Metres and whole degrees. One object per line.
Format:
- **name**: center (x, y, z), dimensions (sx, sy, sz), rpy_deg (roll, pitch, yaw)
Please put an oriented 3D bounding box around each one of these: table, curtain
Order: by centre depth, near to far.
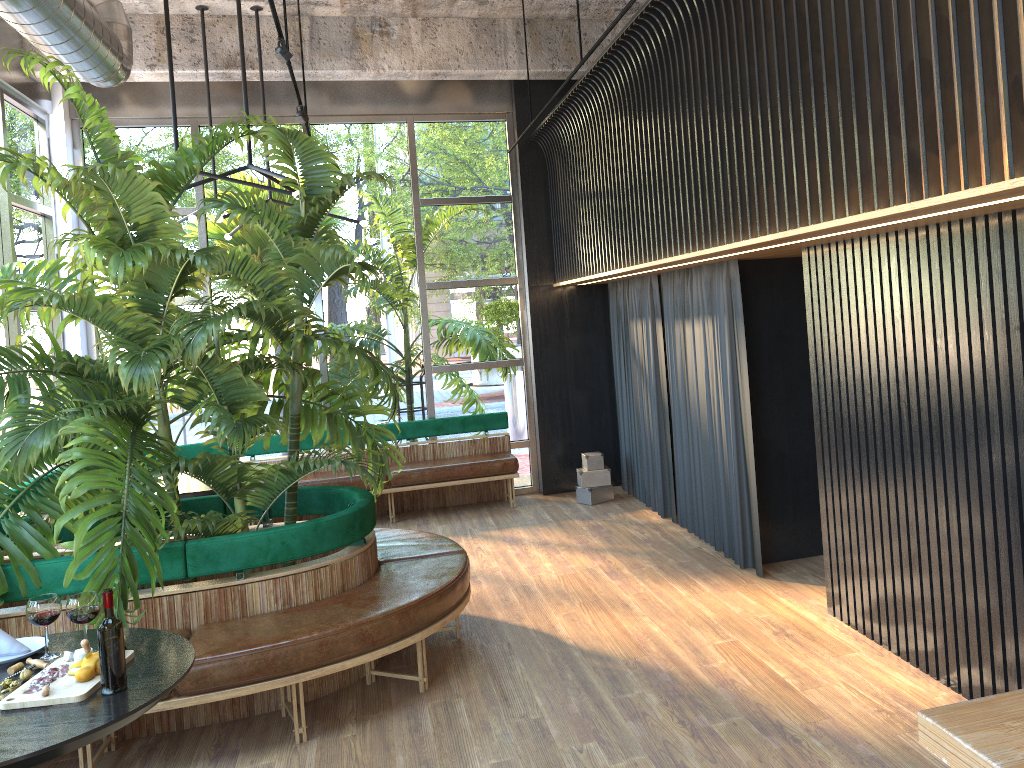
- **table**: center (-1.523, 1.303, 2.658), dimensions (1.157, 0.749, 1.046), rpy_deg (-7, 4, -43)
- **table**: center (-2.157, 1.060, 6.478), dimensions (1.152, 0.749, 1.051), rpy_deg (-6, 3, -31)
- **curtain**: center (1.256, 0.095, 7.177), dimensions (0.124, 2.053, 3.211), rpy_deg (-4, 3, -9)

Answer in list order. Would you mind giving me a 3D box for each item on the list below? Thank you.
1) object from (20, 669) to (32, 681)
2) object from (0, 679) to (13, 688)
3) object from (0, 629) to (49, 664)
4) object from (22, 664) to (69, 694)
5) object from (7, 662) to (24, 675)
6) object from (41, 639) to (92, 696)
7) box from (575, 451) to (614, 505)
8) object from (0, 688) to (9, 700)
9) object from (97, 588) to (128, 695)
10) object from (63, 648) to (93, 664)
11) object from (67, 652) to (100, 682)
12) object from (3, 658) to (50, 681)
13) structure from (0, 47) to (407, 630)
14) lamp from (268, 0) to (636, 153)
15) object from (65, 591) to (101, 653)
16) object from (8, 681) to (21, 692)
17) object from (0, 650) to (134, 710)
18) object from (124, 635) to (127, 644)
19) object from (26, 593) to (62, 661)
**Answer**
- **object**: center (-1.508, 0.902, 2.754), dimensions (0.033, 0.032, 0.036), rpy_deg (-5, 3, -14)
- **object**: center (-1.544, 0.914, 2.716), dimensions (0.033, 0.019, 0.037), rpy_deg (-4, 3, 1)
- **object**: center (-1.697, 0.850, 2.987), dimensions (0.243, 0.138, 0.223), rpy_deg (-6, 4, -28)
- **object**: center (-1.405, 0.889, 2.699), dimensions (0.103, 0.013, 0.218), rpy_deg (-5, 4, -5)
- **object**: center (-1.580, 0.906, 2.828), dimensions (0.024, 0.025, 0.046), rpy_deg (-4, 3, 8)
- **object**: center (-1.319, 0.832, 2.629), dimensions (0.146, 0.123, 0.096), rpy_deg (-6, 2, -31)
- **box**: center (0.758, 0.865, 8.225), dimensions (0.344, 0.441, 0.270), rpy_deg (-5, 2, -23)
- **object**: center (-1.523, 0.923, 2.618), dimensions (0.063, 0.013, 0.145), rpy_deg (-5, 4, -15)
- **object**: center (-1.184, 0.755, 2.622), dimensions (0.068, 0.298, 0.069), rpy_deg (-4, 0, 5)
- **object**: center (-1.348, 0.864, 2.816), dimensions (0.195, 0.038, 0.063), rpy_deg (-3, 4, 21)
- **object**: center (-1.304, 0.854, 2.724), dimensions (0.100, 0.064, 0.161), rpy_deg (-7, 5, -41)
- **object**: center (-1.523, 0.900, 2.814), dimensions (0.099, 0.028, 0.128), rpy_deg (-4, 4, 4)
- **structure**: center (-1.832, -0.135, 4.961), dimensions (2.532, 3.429, 2.567), rpy_deg (-5, 2, -27)
- **lamp**: center (-0.893, -2.087, 3.026), dimensions (3.882, 1.527, 9.820), rpy_deg (-5, 4, -12)
- **object**: center (-1.412, 0.797, 2.934), dimensions (0.106, 0.200, 0.099), rpy_deg (-5, 1, -23)
- **object**: center (-1.494, 0.908, 2.666), dimensions (0.032, 0.031, 0.040), rpy_deg (-4, 3, 14)
- **object**: center (-1.348, 0.900, 2.717), dimensions (0.240, 0.019, 0.352), rpy_deg (-4, 4, -1)
- **object**: center (-1.306, 0.855, 2.925), dimensions (0.060, 0.072, 0.205), rpy_deg (-5, 4, -19)
- **object**: center (-1.547, 0.806, 2.943), dimensions (0.106, 0.200, 0.099), rpy_deg (-5, 1, -23)
